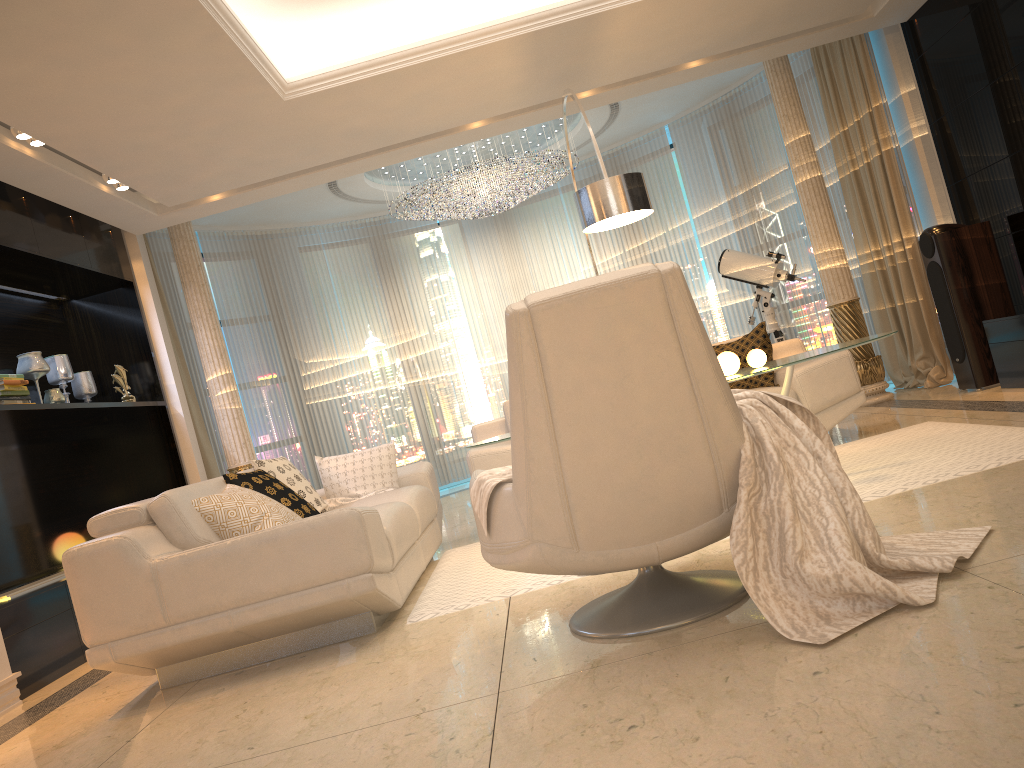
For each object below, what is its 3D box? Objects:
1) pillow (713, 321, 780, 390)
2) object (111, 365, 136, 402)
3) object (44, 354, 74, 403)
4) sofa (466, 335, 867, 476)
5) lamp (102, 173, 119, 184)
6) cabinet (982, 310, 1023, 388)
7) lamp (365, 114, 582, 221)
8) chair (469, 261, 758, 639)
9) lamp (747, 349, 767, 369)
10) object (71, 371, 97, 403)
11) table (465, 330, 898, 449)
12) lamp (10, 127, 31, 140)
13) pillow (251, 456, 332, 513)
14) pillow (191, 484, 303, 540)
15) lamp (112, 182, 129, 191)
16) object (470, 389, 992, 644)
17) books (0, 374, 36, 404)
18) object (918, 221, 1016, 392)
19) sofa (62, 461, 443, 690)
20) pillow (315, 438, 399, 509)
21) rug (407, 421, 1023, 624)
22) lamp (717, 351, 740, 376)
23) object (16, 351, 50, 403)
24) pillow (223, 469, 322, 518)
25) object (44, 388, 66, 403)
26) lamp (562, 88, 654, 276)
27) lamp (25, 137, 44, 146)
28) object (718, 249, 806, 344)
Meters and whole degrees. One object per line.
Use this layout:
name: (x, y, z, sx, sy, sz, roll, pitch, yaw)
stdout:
pillow: (1.398, -0.117, 5.625, 0.575, 0.436, 0.301, -16, -1, 32)
object: (-2.716, 0.014, 6.191, 0.116, 0.293, 0.182, -15, -1, -2)
object: (-2.982, 0.026, 5.897, 0.156, 0.426, 0.156, -15, -1, 6)
sofa: (0.889, 0.240, 5.648, 2.328, 0.754, 1.145, -15, -1, 1)
lamp: (-2.451, -1.291, 5.419, 0.107, 0.127, 0.107, -15, -1, -17)
cabinet: (3.201, -0.256, 4.190, 0.416, 0.444, 2.842, -15, -1, 1)
lamp: (-0.282, -1.913, 8.287, 2.109, 0.685, 2.109, -14, -1, -44)
chair: (0.332, 0.211, 2.667, 1.027, 0.991, 0.983, -15, -1, 1)
lamp: (1.155, -0.121, 4.188, 0.090, 0.091, 0.090, -14, -1, -38)
object: (-2.954, 0.080, 6.154, 0.147, 0.317, 0.147, -15, -1, 3)
table: (0.878, 0.296, 4.280, 2.140, 0.565, 0.999, -15, -1, 0)
lamp: (-2.475, -1.302, 4.476, 0.107, 0.127, 0.107, -15, -1, 13)
pillow: (-1.167, 0.554, 4.795, 0.255, 0.399, 0.526, -15, -1, 1)
pillow: (-1.127, 0.576, 3.878, 0.351, 0.329, 0.521, -15, -1, 1)
lamp: (-2.449, -1.276, 5.549, 0.107, 0.127, 0.107, -15, -1, -17)
object: (0.584, 0.349, 2.712, 1.347, 0.580, 0.972, -16, -1, 38)
books: (-2.830, 0.068, 4.895, 0.260, 0.197, 0.296, -15, -1, 4)
object: (3.096, -0.549, 5.896, 0.468, 1.127, 0.285, -15, -1, 1)
sofa: (-1.034, 0.738, 4.393, 1.145, 0.754, 2.328, -15, -1, 1)
pillow: (-0.906, 0.517, 5.078, 0.521, 0.325, 0.281, -15, -1, 11)
rug: (0.979, 0.574, 4.264, 2.900, 0.020, 1.661, -15, -1, 1)
lamp: (1.019, -0.096, 4.191, 0.115, 0.115, 0.115, -16, -1, 27)
object: (-2.895, 0.003, 5.405, 0.181, 0.381, 0.181, -15, -1, -5)
pillow: (-1.134, 0.551, 4.336, 0.323, 0.355, 0.524, -15, -1, 2)
object: (-2.850, 0.111, 5.533, 0.119, 0.154, 0.119, -15, -1, 11)
lamp: (0.656, -0.615, 5.552, 0.393, 2.519, 2.009, -15, -1, 1)
lamp: (-2.472, -1.300, 4.599, 0.107, 0.127, 0.107, -15, -1, -17)
object: (2.079, -0.429, 7.001, 0.616, 1.471, 0.570, -15, -1, 7)
